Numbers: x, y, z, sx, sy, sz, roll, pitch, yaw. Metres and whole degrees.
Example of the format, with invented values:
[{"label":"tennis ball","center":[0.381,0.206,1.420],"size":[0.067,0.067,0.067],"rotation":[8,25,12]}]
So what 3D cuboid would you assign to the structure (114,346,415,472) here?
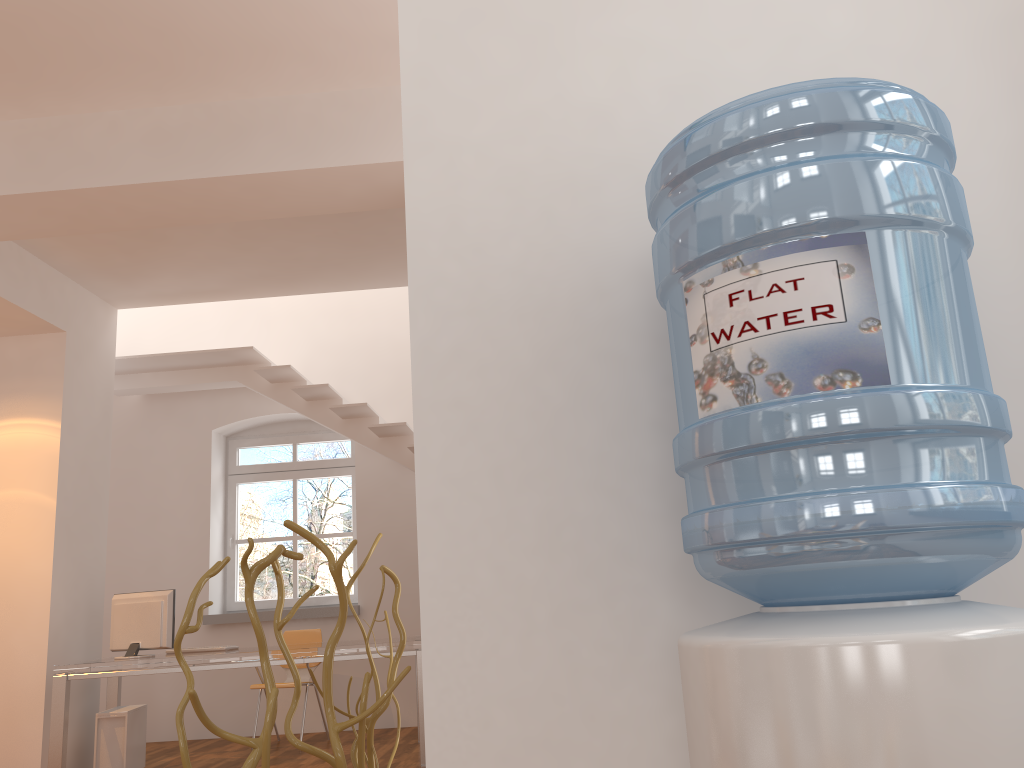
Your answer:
[{"label":"structure","center":[-1.090,0.966,6.012],"size":[4.630,3.042,3.450],"rotation":[-4,-14,2]}]

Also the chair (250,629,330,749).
[{"label":"chair","center":[-1.719,2.332,6.830],"size":[0.495,0.829,0.464],"rotation":[-8,-14,17]}]

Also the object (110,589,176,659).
[{"label":"object","center":[-2.475,1.580,5.824],"size":[0.516,0.418,0.245],"rotation":[-12,-16,31]}]

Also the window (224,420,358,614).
[{"label":"window","center":[-1.999,1.190,8.150],"size":[1.308,1.737,0.142],"rotation":[-4,-14,2]}]

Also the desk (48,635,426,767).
[{"label":"desk","center":[-1.677,2.148,5.893],"size":[2.239,0.750,1.092],"rotation":[-2,-14,-7]}]

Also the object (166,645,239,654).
[{"label":"object","center":[-2.155,1.845,6.174],"size":[0.467,0.031,0.200],"rotation":[-7,-14,12]}]

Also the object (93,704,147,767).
[{"label":"object","center":[-2.626,2.405,5.963],"size":[0.200,0.422,0.474],"rotation":[-2,-14,-7]}]

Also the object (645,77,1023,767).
[{"label":"object","center":[0.406,0.420,0.974],"size":[0.436,1.490,0.436],"rotation":[-1,-14,-12]}]

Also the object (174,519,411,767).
[{"label":"object","center":[-0.278,0.784,1.483],"size":[0.284,1.112,0.655],"rotation":[-10,-15,23]}]
